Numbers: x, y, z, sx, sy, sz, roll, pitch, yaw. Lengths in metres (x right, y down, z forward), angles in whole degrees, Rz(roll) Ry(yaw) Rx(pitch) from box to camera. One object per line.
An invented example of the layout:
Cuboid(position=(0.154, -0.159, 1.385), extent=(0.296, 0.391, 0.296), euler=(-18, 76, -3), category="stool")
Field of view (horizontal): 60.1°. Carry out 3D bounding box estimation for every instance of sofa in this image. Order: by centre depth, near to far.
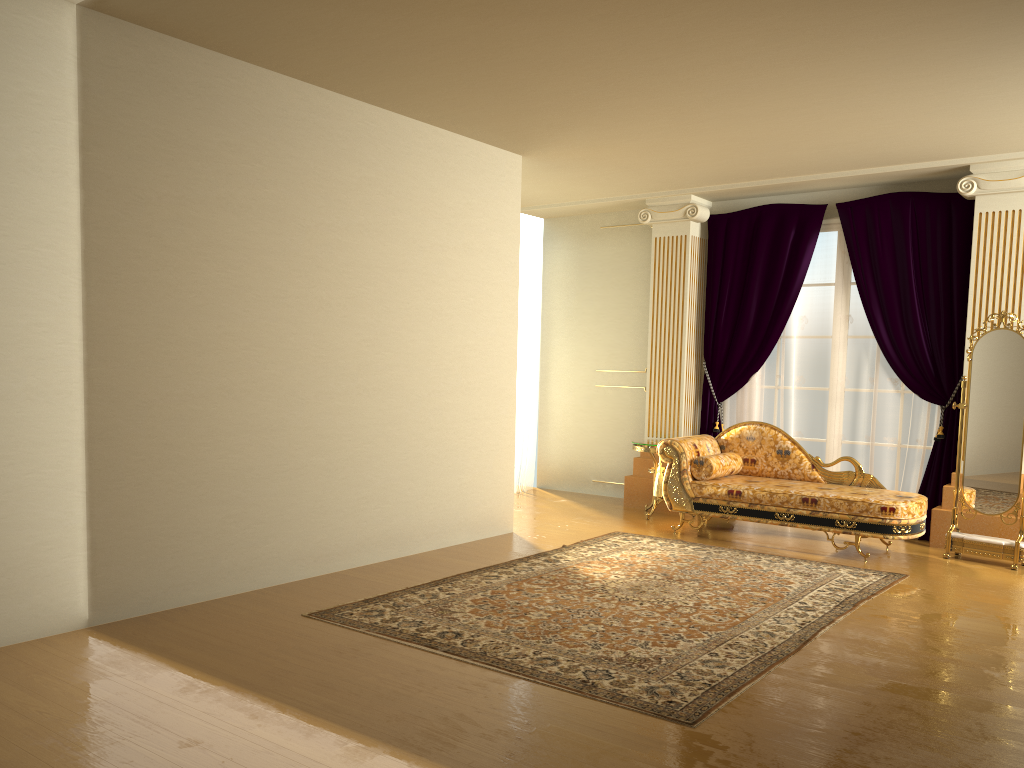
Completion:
Cuboid(position=(2.024, 0.739, 6.506), extent=(1.889, 0.875, 0.692), euler=(3, 4, 37), category="sofa")

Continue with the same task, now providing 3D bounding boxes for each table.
Cuboid(position=(1.299, 0.818, 7.560), extent=(0.571, 0.646, 0.568), euler=(1, 3, -8), category="table")

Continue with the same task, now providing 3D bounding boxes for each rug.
Cuboid(position=(0.727, 1.166, 4.964), extent=(2.112, 0.017, 3.073), euler=(2, 1, 37), category="rug")

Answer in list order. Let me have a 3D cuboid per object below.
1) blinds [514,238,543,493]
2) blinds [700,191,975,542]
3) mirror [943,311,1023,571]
Cuboid(position=(-0.341, -0.166, 8.154), extent=(0.163, 2.519, 2.161), euler=(6, 5, 39), category="blinds")
Cuboid(position=(2.572, -0.153, 7.234), extent=(2.229, 2.667, 0.338), euler=(4, 6, 38), category="blinds")
Cuboid(position=(3.236, 0.363, 5.938), extent=(0.242, 1.709, 0.539), euler=(-3, 7, -43), category="mirror")
